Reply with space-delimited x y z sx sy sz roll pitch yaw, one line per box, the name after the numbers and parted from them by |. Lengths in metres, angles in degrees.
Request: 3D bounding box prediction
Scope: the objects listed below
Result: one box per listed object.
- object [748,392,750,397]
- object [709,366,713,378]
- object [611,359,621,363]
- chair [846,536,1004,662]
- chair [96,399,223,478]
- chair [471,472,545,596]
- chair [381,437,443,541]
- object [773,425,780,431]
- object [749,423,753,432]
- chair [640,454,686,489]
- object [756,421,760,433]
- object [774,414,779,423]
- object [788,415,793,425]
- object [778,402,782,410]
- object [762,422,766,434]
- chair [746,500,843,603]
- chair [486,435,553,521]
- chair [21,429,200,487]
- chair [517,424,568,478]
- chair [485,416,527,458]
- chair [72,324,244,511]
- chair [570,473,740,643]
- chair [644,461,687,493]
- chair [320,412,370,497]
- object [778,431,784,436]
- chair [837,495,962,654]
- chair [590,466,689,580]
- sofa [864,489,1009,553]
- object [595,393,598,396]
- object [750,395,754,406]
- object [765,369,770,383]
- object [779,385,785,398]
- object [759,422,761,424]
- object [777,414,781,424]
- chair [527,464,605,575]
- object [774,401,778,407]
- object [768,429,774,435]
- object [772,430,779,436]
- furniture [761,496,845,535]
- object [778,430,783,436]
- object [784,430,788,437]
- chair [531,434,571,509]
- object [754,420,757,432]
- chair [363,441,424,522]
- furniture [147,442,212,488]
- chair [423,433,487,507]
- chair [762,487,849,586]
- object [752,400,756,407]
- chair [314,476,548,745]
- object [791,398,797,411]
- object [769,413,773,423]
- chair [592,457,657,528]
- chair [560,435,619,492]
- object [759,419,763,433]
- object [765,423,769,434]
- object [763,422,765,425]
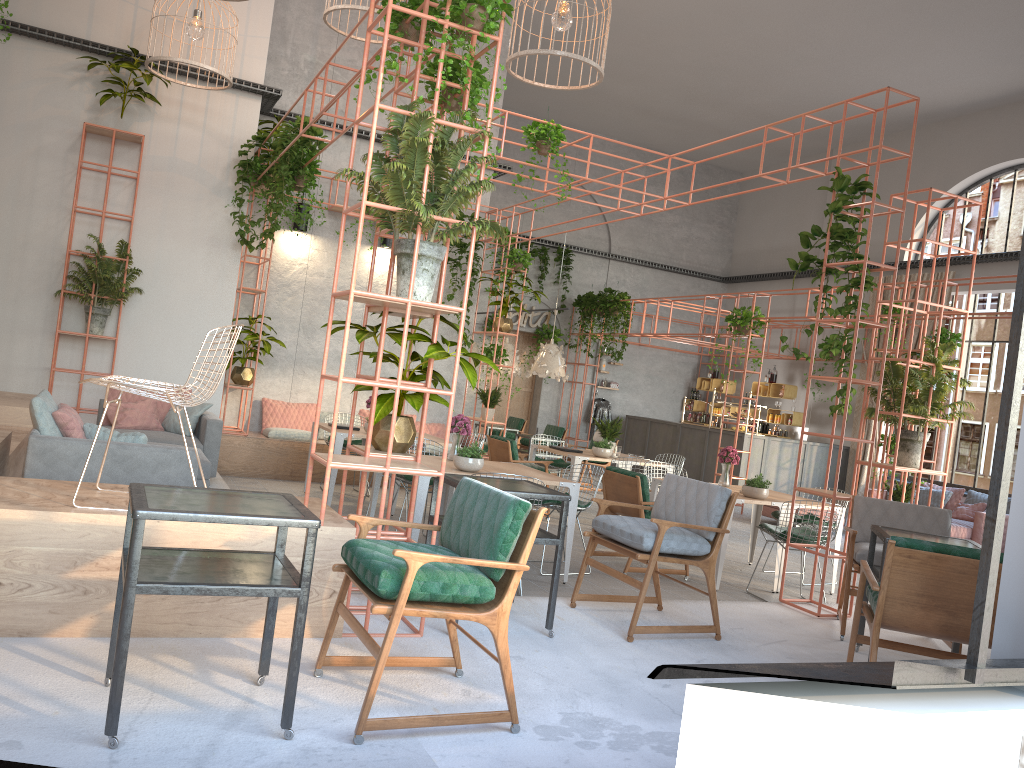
5.026 0.324 18.819 0.066 0.291 0.066 8 0 -18 | object
4.565 -0.268 20.229 0.134 0.301 0.134 8 0 -36 | object
2.326 -0.523 19.915 0.263 0.101 0.013 8 0 -24 | object
2.028 1.193 4.193 0.722 0.917 0.685 8 0 16 | chair
-3.541 0.576 8.825 1.127 0.672 1.052 8 0 -24 | chair
-0.117 1.094 6.600 0.565 0.941 0.717 8 0 -8 | chair
-0.885 0.994 8.287 0.565 0.941 0.717 8 0 -23 | chair
5.351 0.882 17.921 0.115 0.107 0.115 8 0 32 | object
5.000 0.886 18.510 0.073 0.219 0.105 8 0 -18 | object
1.828 1.356 11.518 0.717 0.941 0.565 8 0 -28 | chair
5.088 0.882 18.320 0.082 0.246 0.082 8 0 8 | object
5.322 0.697 17.836 0.069 0.191 0.069 8 0 11 | object
5.525 0.716 17.491 0.131 0.207 0.131 8 0 21 | object
5.385 0.437 17.850 0.083 0.159 0.083 8 0 20 | object
5.208 0.881 18.289 0.065 0.280 0.065 8 0 19 | object
2.467 1.438 7.729 0.565 0.941 0.717 8 0 -8 | chair
0.057 1.125 10.794 0.685 0.917 0.722 8 0 -24 | chair
-2.805 0.628 6.218 1.056 0.586 1.127 8 0 -24 | chair
0.528 1.199 16.201 0.685 0.930 0.722 8 0 -24 | chair
-0.182 1.106 17.779 0.685 0.930 0.722 8 0 -24 | chair
-1.748 0.124 4.354 0.717 0.941 0.565 8 0 -16 | chair
0.886 1.037 5.524 0.685 0.929 0.722 8 0 -24 | chair
1.699 1.338 9.417 0.565 0.941 0.717 8 0 -23 | chair
-2.005 0.847 10.778 0.565 0.941 0.717 8 0 -23 | chair
5.415 0.996 17.888 0.115 0.107 0.115 8 0 -18 | object
2.627 1.276 6.004 0.722 0.914 0.685 8 0 16 | chair
1.213 1.277 8.265 0.685 0.917 0.722 8 0 -24 | chair
6.215 2.082 13.522 1.960 0.672 2.219 8 0 -24 | sofa
1.887 0.229 19.810 0.093 0.121 0.049 8 0 -22 | object
5.100 0.334 18.850 0.066 0.291 0.066 8 0 15 | object
5.352 -0.165 18.481 0.134 0.301 0.134 8 0 -36 | object
5.478 0.156 17.923 0.137 0.261 0.137 8 0 12 | object
5.117 0.886 18.442 0.072 0.248 0.094 8 0 -24 | object
5.359 0.702 17.753 0.069 0.191 0.069 8 0 -7 | object
0.400 1.164 7.861 0.717 0.941 0.565 8 0 -28 | chair
5.348 0.432 17.933 0.083 0.159 0.083 8 0 20 | object
5.250 0.974 17.955 0.115 0.107 0.115 8 0 -27 | object
5.303 0.981 17.837 0.115 0.107 0.115 8 0 32 | object
4.321 1.940 13.377 0.941 0.446 0.976 8 0 -24 | furniture
5.390 0.981 17.789 0.073 0.131 0.073 8 0 -32 | object
5.517 0.998 17.853 0.073 0.131 0.073 8 0 -31 | object
0.543 1.186 11.945 0.565 0.941 0.717 8 0 -23 | chair
5.051 0.877 18.414 0.072 0.248 0.094 8 0 -24 | object
-1.237 0.948 9.091 0.565 0.941 0.717 8 0 -8 | chair
-3.106 0.747 7.564 0.941 0.446 0.975 8 0 -24 | furniture
-0.721 1.017 10.352 0.717 0.941 0.565 8 0 -28 | chair
2.984 1.508 8.990 0.717 0.941 0.565 8 0 -28 | chair
5.123 0.409 18.749 0.115 0.147 0.115 8 0 -16 | object
-0.349 0.872 3.678 0.685 0.929 0.722 8 0 -24 | chair
5.612 0.410 17.662 0.075 0.273 0.075 8 0 -36 | object
5.255 0.689 17.985 0.069 0.191 0.069 8 0 -12 | object
1.311 1.287 10.257 0.565 0.941 0.717 8 0 -8 | chair
1.253 1.294 14.589 0.685 0.929 0.722 8 0 -24 | chair
5.130 0.865 18.247 0.066 0.291 0.066 8 0 -40 | object
5.281 0.887 18.326 0.074 0.287 0.072 8 0 7 | object
5.244 0.903 18.503 0.072 0.248 0.094 8 0 -24 | object
